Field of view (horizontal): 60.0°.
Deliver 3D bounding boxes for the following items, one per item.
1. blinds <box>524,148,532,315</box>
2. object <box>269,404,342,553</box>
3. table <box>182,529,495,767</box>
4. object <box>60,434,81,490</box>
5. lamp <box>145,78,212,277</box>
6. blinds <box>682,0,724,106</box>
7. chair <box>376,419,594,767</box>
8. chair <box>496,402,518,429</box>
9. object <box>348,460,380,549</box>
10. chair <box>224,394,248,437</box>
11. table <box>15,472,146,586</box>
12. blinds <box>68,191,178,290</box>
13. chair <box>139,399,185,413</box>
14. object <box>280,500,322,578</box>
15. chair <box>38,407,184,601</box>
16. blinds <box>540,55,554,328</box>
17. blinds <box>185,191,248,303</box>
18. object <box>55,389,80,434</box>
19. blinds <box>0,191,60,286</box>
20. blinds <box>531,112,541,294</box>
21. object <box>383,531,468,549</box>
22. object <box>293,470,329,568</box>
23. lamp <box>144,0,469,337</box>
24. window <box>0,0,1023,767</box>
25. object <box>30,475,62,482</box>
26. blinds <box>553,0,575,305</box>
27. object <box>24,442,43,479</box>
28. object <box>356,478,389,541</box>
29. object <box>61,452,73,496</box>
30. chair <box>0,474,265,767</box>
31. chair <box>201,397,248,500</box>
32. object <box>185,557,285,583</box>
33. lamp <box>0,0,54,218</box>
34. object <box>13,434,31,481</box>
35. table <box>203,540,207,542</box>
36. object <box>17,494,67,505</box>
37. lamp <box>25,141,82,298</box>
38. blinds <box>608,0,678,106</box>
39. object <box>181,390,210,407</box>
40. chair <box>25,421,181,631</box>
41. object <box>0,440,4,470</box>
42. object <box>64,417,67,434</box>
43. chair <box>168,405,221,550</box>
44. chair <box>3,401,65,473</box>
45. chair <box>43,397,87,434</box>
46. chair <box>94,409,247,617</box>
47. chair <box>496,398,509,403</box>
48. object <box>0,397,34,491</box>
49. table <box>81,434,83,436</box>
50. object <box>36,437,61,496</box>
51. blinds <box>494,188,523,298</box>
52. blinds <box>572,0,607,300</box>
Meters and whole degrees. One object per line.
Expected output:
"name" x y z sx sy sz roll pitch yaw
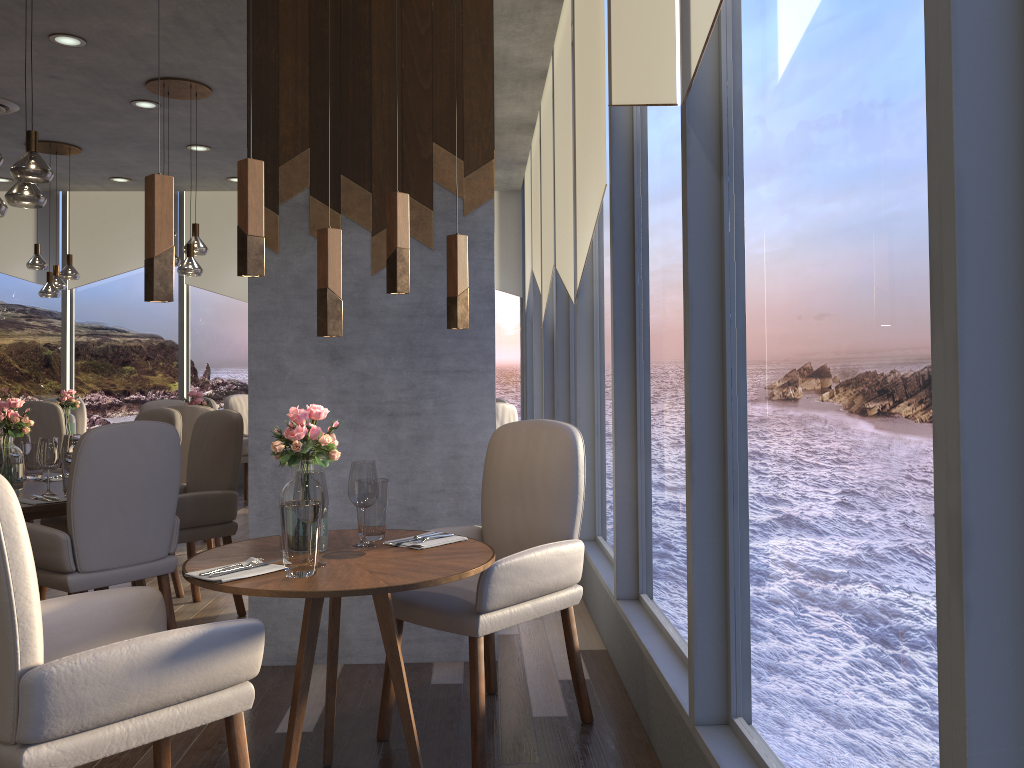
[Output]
"blinds" 0.158 -2.092 9.177 0.007 2.683 1.172 0 -1 -2
"object" -0.580 0.263 2.501 0.210 0.416 0.197 0 -1 -25
"table" -0.460 0.802 2.431 0.834 0.662 0.833 0 0 -11
"object" -1.956 0.347 3.939 0.092 0.245 0.092 0 -1 -25
"lamp" -2.328 -1.411 6.198 0.439 1.327 0.439 -1 -1 5
"blinds" 0.443 -2.038 1.680 0.007 2.683 1.172 0 -1 -2
"chair" -0.074 0.627 2.910 0.528 1.001 0.599 -1 -1 40
"chair" -0.287 0.611 5.467 0.528 1.001 0.599 1 -1 -45
"object" -0.429 0.347 2.567 0.092 0.245 0.092 -1 -1 20
"chair" -2.579 0.605 8.922 0.599 1.001 0.528 -1 -1 41
"table" -2.258 0.804 3.937 1.306 0.666 0.964 0 0 39
"blinds" -4.223 -2.357 9.630 1.173 2.683 0.007 0 -1 -2
"chair" -2.564 0.622 6.646 0.528 1.001 0.599 0 -1 -26
"object" -0.522 0.383 2.195 0.102 0.178 0.102 0 -1 -17
"chair" -2.076 0.632 4.635 0.528 1.001 0.599 -1 -1 36
"blinds" 0.255 -1.790 6.673 0.007 2.683 1.172 0 -1 -2
"blinds" -2.974 -2.071 9.670 1.173 2.683 0.007 0 -1 -2
"object" -3.871 0.254 7.722 0.210 0.416 0.197 0 -1 -30
"blinds" -5.486 -2.346 9.582 1.173 2.683 0.007 0 -1 -2
"blinds" 0.206 -2.083 7.928 0.007 2.683 1.172 0 -1 -2
"object" -0.268 0.458 2.609 0.157 0.019 0.255 0 1 40
"object" -0.523 0.350 2.305 0.092 0.245 0.092 0 -1 -12
"lamp" -0.514 -1.098 2.492 0.118 1.933 1.161 -2 -2 43
"window" -2.512 -0.729 6.891 16.115 3.201 8.059 0 0 43
"object" -2.230 0.459 4.354 0.157 0.019 0.255 0 1 40
"blinds" 0.303 -1.774 5.427 0.007 2.683 1.172 0 -1 -2
"object" -2.385 0.380 4.420 0.102 0.178 0.102 0 -1 -44
"object" -0.422 0.379 2.675 0.102 0.178 0.102 0 -1 -44
"object" -1.848 0.380 3.741 0.102 0.178 0.102 -1 -1 34
"chair" -0.931 0.642 1.951 0.528 1.001 0.599 -1 -1 41
"chair" -2.595 0.611 8.141 0.528 1.001 0.599 -2 -1 45
"object" -0.679 0.464 2.247 0.157 0.019 0.255 0 0 36
"lamp" -2.261 -1.395 3.974 0.439 1.327 0.439 0 -1 -17
"object" -2.391 0.348 4.312 0.092 0.245 0.092 0 -1 -2
"table" -2.334 0.791 6.127 0.834 0.662 0.833 0 0 -28
"object" -1.905 0.462 3.583 0.255 0.019 0.157 0 1 38
"lamp" -4.004 -1.407 7.742 0.439 1.327 0.439 0 -1 0
"blinds" 0.395 -2.069 2.927 0.007 2.683 1.172 0 -1 -2
"object" -2.227 0.251 6.246 0.210 0.416 0.198 1 -2 -45
"chair" -1.618 0.637 3.438 0.599 1.001 0.528 -1 -1 36
"object" -2.105 0.351 3.581 0.092 0.245 0.092 0 -1 -6
"object" -3.823 0.373 7.503 0.102 0.178 0.102 -1 -1 18
"chair" -2.086 0.625 5.588 0.528 1.001 0.599 0 -1 -25
"chair" -3.806 0.629 7.127 0.528 1.001 0.599 0 -1 -21
"chair" -4.200 0.624 8.218 0.528 1.001 0.599 0 -1 -22
"chair" -1.637 0.631 4.278 0.528 1.001 0.599 -1 -1 41
"chair" -0.327 0.604 6.375 0.528 1.001 0.599 -1 -1 41
"object" -2.240 0.267 3.934 0.210 0.416 0.197 0 -1 -25
"table" -4.002 0.794 7.662 0.834 0.662 0.833 0 0 -42
"object" -1.957 0.348 3.744 0.092 0.245 0.092 -1 -1 18
"blinds" -0.481 -2.285 9.770 1.173 2.683 0.007 0 -1 -2
"blinds" 0.350 -1.784 4.182 0.007 2.683 1.172 0 -1 -2
